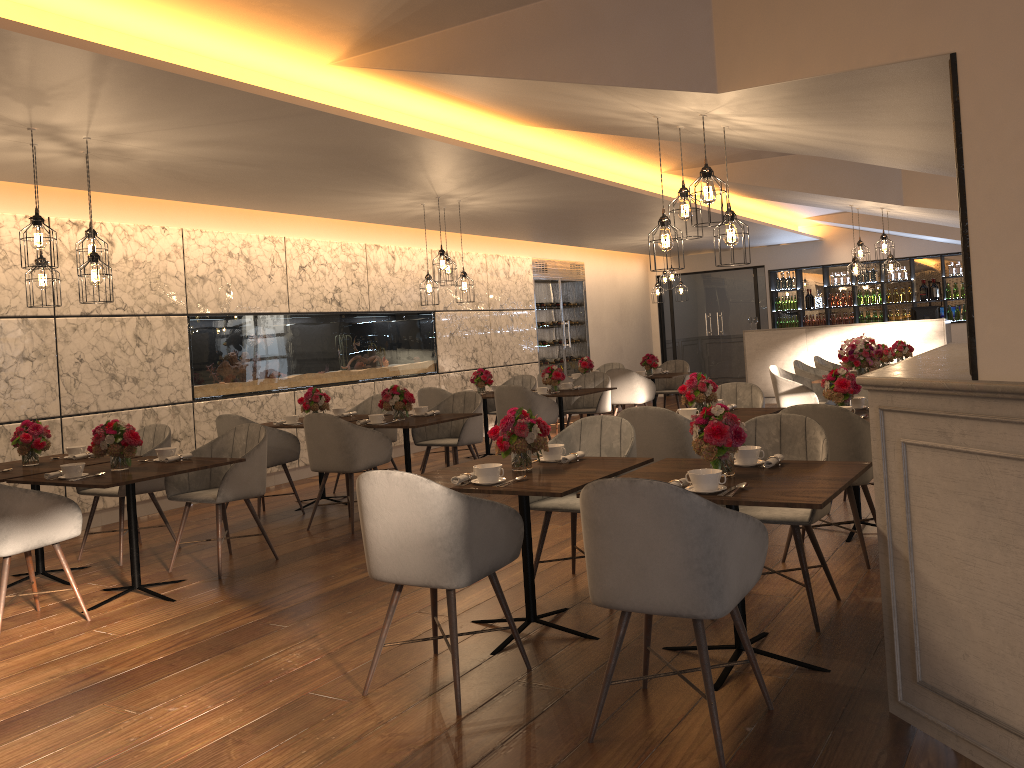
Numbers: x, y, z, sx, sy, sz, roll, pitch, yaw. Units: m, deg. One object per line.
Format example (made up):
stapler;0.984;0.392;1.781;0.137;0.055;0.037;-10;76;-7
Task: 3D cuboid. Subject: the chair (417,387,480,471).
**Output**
chair;-0.682;0.447;9.279;0.564;0.873;0.527;-3;1;32

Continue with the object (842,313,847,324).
object;5.763;-1.111;15.343;0.065;0.261;0.066;-4;0;11

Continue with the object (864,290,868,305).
object;6.054;-1.484;15.148;0.065;0.263;0.066;-4;0;11

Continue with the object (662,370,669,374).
object;2.016;-0.156;11.646;0.056;0.039;0.176;-3;3;32

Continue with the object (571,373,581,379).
object;0.849;-0.099;11.657;0.148;0.072;0.148;-4;2;-15

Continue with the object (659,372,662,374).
object;1.982;-0.148;11.656;0.025;0.024;0.193;-3;3;32

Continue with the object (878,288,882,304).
object;6.241;-1.490;15.032;0.065;0.263;0.066;-4;0;11

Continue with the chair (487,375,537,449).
chair;0.032;0.342;10.398;0.564;0.873;0.527;-3;1;32

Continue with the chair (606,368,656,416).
chair;1.438;0.227;10.874;0.564;0.873;0.527;-3;1;32

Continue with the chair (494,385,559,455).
chair;0.130;0.421;8.771;0.564;0.873;0.527;-3;1;32

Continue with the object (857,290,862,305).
object;5.961;-1.480;15.207;0.065;0.261;0.066;-4;0;11

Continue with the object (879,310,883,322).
object;6.265;-1.127;15.029;0.065;0.261;0.066;-4;0;11

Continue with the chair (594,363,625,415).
chair;1.340;0.148;12.501;0.564;0.873;0.527;-3;1;32

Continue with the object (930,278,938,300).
object;6.935;-1.559;14.567;0.104;0.359;0.104;-4;0;-31

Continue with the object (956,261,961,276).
object;7.237;-1.876;14.361;0.070;0.236;0.041;-4;0;32

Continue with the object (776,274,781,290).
object;4.776;-1.836;15.896;0.075;0.310;0.075;-4;0;-33

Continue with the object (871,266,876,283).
object;6.135;-1.879;15.047;0.075;0.310;0.075;-4;0;43

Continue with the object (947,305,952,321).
object;7.150;-1.156;14.476;0.065;0.263;0.066;-4;0;11

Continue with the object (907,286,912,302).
object;6.635;-1.501;14.786;0.065;0.261;0.066;-4;0;11

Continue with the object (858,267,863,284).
object;5.958;-1.873;15.158;0.075;0.310;0.075;-4;0;-26

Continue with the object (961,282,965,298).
object;7.314;-1.523;14.362;0.065;0.261;0.066;-4;0;11

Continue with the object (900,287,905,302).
object;6.541;-1.498;14.844;0.065;0.261;0.066;-4;0;11

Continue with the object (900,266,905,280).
object;6.532;-1.854;14.801;0.070;0.236;0.041;-4;0;32

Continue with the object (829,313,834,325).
object;5.575;-1.105;15.460;0.065;0.261;0.066;-4;0;11

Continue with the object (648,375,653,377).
object;1.735;-0.099;11.127;0.043;0.015;0.198;-2;3;28

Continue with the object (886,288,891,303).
object;6.354;-1.492;14.961;0.065;0.261;0.066;-4;0;11

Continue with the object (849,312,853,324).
object;5.856;-1.114;15.285;0.065;0.261;0.066;-4;0;11

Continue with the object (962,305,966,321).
object;7.337;-1.161;14.360;0.065;0.261;0.066;-4;0;11

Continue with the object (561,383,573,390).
object;0.599;0.026;9.586;0.148;0.072;0.148;-4;2;-15

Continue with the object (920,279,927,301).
object;6.804;-1.554;14.652;0.104;0.360;0.104;-4;0;-6

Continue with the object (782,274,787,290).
object;4.864;-1.839;15.841;0.075;0.310;0.075;-4;0;-15

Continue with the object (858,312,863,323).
object;5.984;-1.118;15.205;0.065;0.261;0.066;-4;0;11

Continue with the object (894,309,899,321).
object;6.471;-1.133;14.900;0.065;0.261;0.066;-4;0;11

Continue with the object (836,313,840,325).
object;5.669;-1.108;15.402;0.065;0.261;0.066;-4;0;11

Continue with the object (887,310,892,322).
object;6.378;-1.130;14.959;0.065;0.261;0.066;-4;0;11

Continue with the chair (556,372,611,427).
chair;0.844;0.316;9.891;0.564;0.873;0.527;-3;1;32

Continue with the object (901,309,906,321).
object;6.565;-1.136;14.842;0.065;0.261;0.066;-4;0;11

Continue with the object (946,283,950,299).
object;7.127;-1.518;14.479;0.065;0.263;0.066;-4;0;11

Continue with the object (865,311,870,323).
object;6.078;-1.121;15.146;0.065;0.261;0.066;-4;0;11

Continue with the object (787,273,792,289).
object;4.952;-1.841;15.786;0.075;0.310;0.075;-4;0;-11

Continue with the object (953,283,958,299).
object;7.221;-1.520;14.420;0.065;0.261;0.066;-4;0;11

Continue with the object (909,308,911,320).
object;6.658;-1.139;14.784;0.065;0.261;0.066;-4;0;11

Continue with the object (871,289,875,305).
object;6.148;-1.487;15.090;0.065;0.263;0.066;-4;0;11

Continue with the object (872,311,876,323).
object;6.171;-1.124;15.088;0.065;0.261;0.066;-4;0;11

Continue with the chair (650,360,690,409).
chair;2.153;0.122;11.993;0.564;0.873;0.527;-3;1;32

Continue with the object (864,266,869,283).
object;6.047;-1.876;15.102;0.075;0.310;0.075;-4;0;43

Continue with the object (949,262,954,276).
object;7.152;-1.874;14.415;0.070;0.236;0.041;-4;0;32

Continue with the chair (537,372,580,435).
chair;0.626;0.252;11.382;0.564;0.873;0.527;-3;1;32

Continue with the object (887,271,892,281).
object;6.362;-1.848;14.908;0.070;0.236;0.041;-4;0;32

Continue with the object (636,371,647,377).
object;1.627;-0.123;11.171;0.148;0.072;0.148;-4;2;-15

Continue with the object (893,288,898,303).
object;6.448;-1.495;14.903;0.065;0.261;0.066;-4;0;11

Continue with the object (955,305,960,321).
object;7.244;-1.158;14.418;0.065;0.261;0.066;-4;0;11

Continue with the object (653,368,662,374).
object;1.918;-0.170;11.706;0.148;0.072;0.148;-5;3;-35

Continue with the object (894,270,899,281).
object;6.447;-1.851;14.855;0.070;0.236;0.041;-4;0;32
